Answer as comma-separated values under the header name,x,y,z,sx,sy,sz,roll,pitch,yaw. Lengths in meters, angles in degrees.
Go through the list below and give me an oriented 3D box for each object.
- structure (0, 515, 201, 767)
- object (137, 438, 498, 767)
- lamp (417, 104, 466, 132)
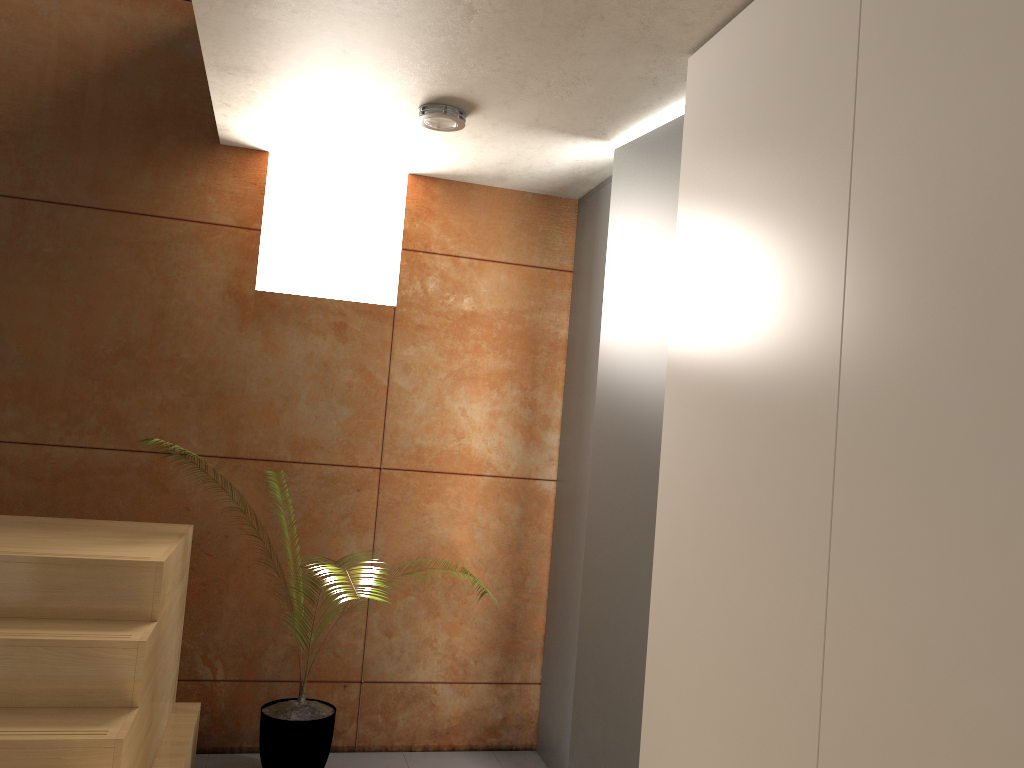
name,x,y,z,sx,sy,sz,roll,pitch,yaw
structure,-1.878,0.821,2.256,1.950,1.110,2.400,6,-4,-15
object,-0.551,0.835,0.848,4.200,1.455,6.200,6,-4,-15
lamp,-0.252,-0.955,3.179,0.173,0.044,0.173,5,-4,-10
